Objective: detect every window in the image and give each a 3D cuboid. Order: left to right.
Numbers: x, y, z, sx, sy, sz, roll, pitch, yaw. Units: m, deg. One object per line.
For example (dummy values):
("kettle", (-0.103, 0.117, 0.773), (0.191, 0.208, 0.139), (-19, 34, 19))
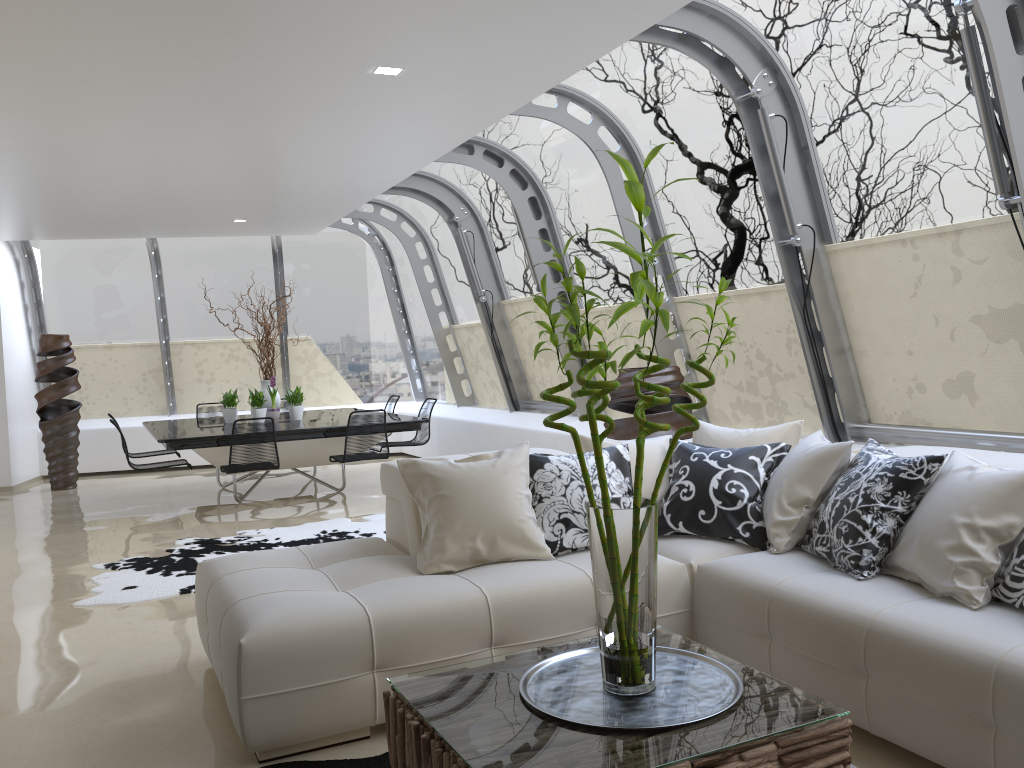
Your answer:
("window", (-5.720, 0.017, 4.921), (16.693, 3.674, 16.171), (-3, 2, -19))

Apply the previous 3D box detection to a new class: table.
("table", (-2.524, 0.769, 9.501), (2.494, 0.759, 3.031), (-4, 2, -25))
("table", (0.253, 1.065, 2.452), (1.007, 0.448, 0.923), (-4, 2, -25))

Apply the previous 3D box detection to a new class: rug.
("rug", (-1.327, 1.205, 6.322), (3.220, 0.008, 2.705), (-4, 2, -25))
("rug", (0.122, 1.279, 2.424), (2.739, 0.008, 2.740), (-4, 3, -39))

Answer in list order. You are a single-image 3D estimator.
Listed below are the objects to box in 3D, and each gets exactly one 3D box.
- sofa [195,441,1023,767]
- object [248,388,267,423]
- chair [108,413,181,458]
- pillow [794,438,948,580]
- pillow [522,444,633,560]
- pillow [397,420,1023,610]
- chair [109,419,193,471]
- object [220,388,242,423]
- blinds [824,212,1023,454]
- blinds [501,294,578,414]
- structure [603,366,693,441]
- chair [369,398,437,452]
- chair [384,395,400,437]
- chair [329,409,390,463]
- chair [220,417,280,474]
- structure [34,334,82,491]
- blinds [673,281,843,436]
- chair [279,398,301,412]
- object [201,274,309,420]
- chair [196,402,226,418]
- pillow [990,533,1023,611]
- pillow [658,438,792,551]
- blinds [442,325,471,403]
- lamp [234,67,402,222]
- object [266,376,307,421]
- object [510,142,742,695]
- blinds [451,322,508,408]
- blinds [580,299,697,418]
("sofa", (0.836, 0.799, 2.998), (3.257, 0.866, 4.169), (-4, 2, -25))
("object", (-2.626, 0.222, 9.144), (0.215, 0.369, 0.284), (-2, 2, 8))
("chair", (-3.974, 0.554, 9.580), (0.688, 0.519, 0.446), (-4, 2, -25))
("pillow", (1.399, 0.485, 3.524), (0.382, 0.467, 0.608), (-3, 2, -6))
("pillow", (0.300, 0.535, 4.047), (0.604, 0.471, 0.394), (-3, 2, -9))
("pillow", (1.232, 0.480, 3.557), (3.322, 0.530, 1.656), (-1, 2, 35))
("chair", (-3.431, 0.571, 8.425), (0.688, 0.519, 0.446), (-4, 2, -25))
("object", (-2.997, 0.228, 9.448), (0.215, 0.369, 0.284), (-2, 2, 13))
("blinds", (2.313, -0.215, 4.767), (0.387, 1.214, 1.376), (-4, 2, -25))
("blinds", (0.353, -0.276, 8.934), (0.387, 1.214, 1.376), (-4, 2, -25))
("structure", (0.939, 0.514, 5.989), (0.674, 1.258, 0.672), (-1, 3, 42))
("chair", (-1.156, 0.431, 9.492), (0.688, 0.519, 0.446), (-4, 2, -25))
("chair", (-1.699, 0.414, 10.647), (0.688, 0.519, 0.446), (-4, 2, -25))
("chair", (-1.416, 0.486, 8.257), (0.446, 0.519, 0.688), (-4, 2, -25))
("chair", (-2.318, 0.542, 7.833), (0.446, 0.519, 0.688), (-4, 2, -25))
("structure", (-5.335, 0.333, 10.448), (0.498, 1.843, 0.493), (-3, 2, -14))
("blinds", (1.692, -0.143, 6.165), (0.329, 1.027, 1.430), (-4, 2, -25))
("chair", (-2.747, 0.445, 11.088), (0.446, 0.519, 0.688), (-4, 2, -25))
("object", (-2.755, -0.375, 9.423), (1.031, 1.549, 1.135), (-4, 2, -33))
("chair", (-3.584, 0.497, 10.696), (0.446, 0.519, 0.688), (-4, 2, -25))
("pillow", (1.771, 0.504, 2.732), (0.383, 0.463, 0.606), (-3, 2, -6))
("pillow", (0.954, 0.513, 4.138), (0.599, 0.483, 0.405), (-1, 2, 34))
("blinds", (-0.834, 0.293, 11.990), (0.663, 2.118, 1.829), (-4, 2, -25))
("lamp", (-5.177, -1.408, 3.025), (9.775, 0.004, 9.928), (-3, 2, -24))
("object", (-2.376, 0.151, 9.408), (0.417, 0.476, 0.238), (-2, 2, 3))
("object", (0.316, 0.075, 2.491), (0.673, 1.546, 0.584), (-2, 2, 14))
("blinds", (-0.273, -0.204, 10.345), (0.329, 1.027, 1.430), (-4, 2, -25))
("blinds", (1.037, -0.164, 7.559), (0.329, 1.027, 1.430), (-4, 2, -25))
